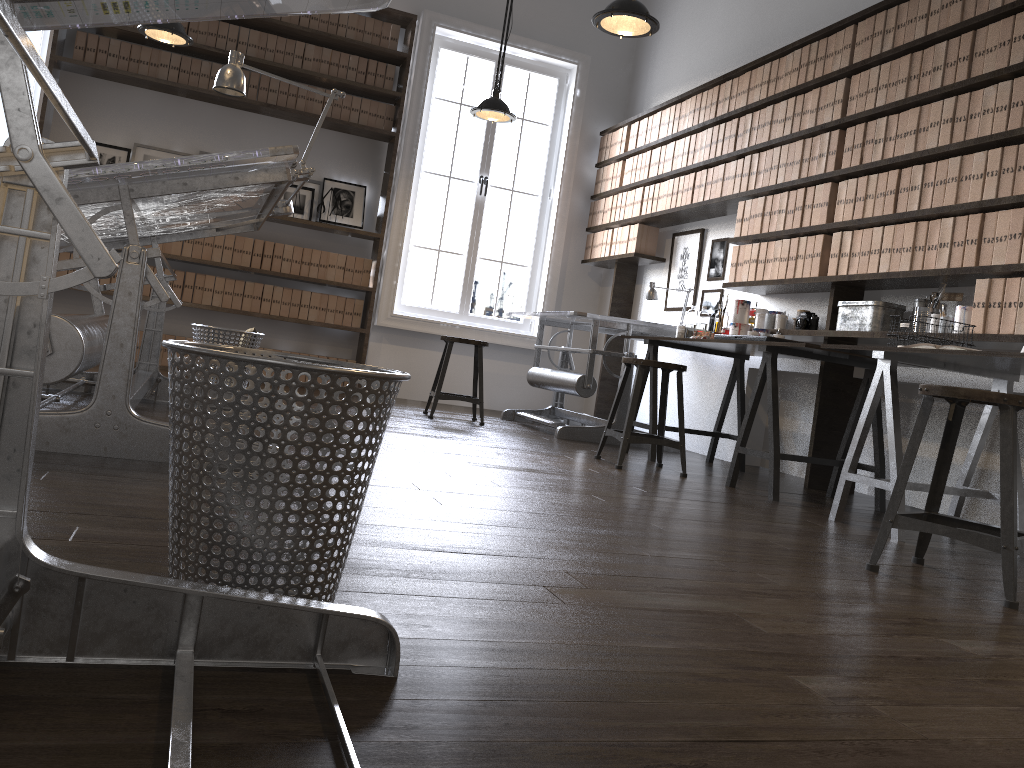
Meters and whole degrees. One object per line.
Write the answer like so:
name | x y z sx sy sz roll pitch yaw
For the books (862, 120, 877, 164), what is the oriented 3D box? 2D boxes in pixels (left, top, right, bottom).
books | 1.825 -1.163 4.351 0.174 0.226 0.067 8 -1 -19

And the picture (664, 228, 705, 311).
picture | 1.225 -0.805 6.310 0.040 0.575 0.416 9 -1 -20

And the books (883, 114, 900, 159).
books | 1.871 -1.153 4.217 0.174 0.226 0.067 8 -1 -19

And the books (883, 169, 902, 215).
books | 1.846 -0.875 4.153 0.174 0.226 0.067 8 -1 -19

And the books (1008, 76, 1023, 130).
books | 2.095 -1.104 3.559 0.174 0.226 0.067 8 -1 -19

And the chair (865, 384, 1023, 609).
chair | 1.240 0.284 2.394 0.373 0.528 0.357 8 -1 44

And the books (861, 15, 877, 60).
books | 1.863 -1.719 4.463 0.174 0.226 0.067 8 -1 -19

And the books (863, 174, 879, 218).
books | 1.803 -0.885 4.285 0.174 0.226 0.067 8 -1 -19

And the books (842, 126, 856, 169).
books | 1.776 -1.174 4.491 0.174 0.226 0.067 8 -1 -19

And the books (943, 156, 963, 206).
books | 1.962 -0.850 3.817 0.174 0.226 0.067 8 -1 -19

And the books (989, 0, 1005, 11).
books | 2.119 -1.664 3.741 0.174 0.226 0.067 8 -1 -19

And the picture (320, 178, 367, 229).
picture | -1.332 -1.425 6.990 0.342 0.365 0.161 8 -1 -19

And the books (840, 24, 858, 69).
books | 1.813 -1.730 4.607 0.174 0.226 0.067 8 -1 -19

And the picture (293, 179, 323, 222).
picture | -1.706 -1.442 6.889 0.433 0.361 0.095 8 -1 -19

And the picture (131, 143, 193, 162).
picture | -2.608 -1.570 6.568 0.414 0.366 0.083 8 -1 -19

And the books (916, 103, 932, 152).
books | 1.938 -1.139 4.023 0.174 0.226 0.067 8 -1 -19

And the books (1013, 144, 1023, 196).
books | 2.082 -0.825 3.497 0.174 0.226 0.067 8 -1 -19

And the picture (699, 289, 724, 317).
picture | 1.334 -0.541 5.922 0.023 0.183 0.251 9 0 -20

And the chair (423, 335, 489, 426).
chair | -0.338 -0.026 5.637 0.358 0.528 0.372 8 -1 -11

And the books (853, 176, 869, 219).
books | 1.778 -0.890 4.344 0.174 0.226 0.067 8 -1 -19

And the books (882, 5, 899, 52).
books | 1.914 -1.708 4.328 0.174 0.226 0.067 8 -1 -19

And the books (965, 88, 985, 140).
books | 2.031 -1.119 3.764 0.174 0.226 0.067 8 -1 -19

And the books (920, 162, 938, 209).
books | 1.922 -0.859 3.950 0.174 0.226 0.067 8 -1 -19

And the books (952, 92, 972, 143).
books | 2.006 -1.124 3.829 0.174 0.226 0.067 8 -1 -19

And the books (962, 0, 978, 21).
books | 2.075 -1.673 3.877 0.174 0.226 0.067 8 -1 -19

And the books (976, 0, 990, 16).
books | 2.099 -1.668 3.810 0.174 0.226 0.067 8 -1 -19

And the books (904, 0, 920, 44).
books | 1.962 -1.698 4.197 0.174 0.226 0.067 8 -1 -19

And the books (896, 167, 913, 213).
books | 1.876 -0.869 4.084 0.174 0.226 0.067 8 -1 -19

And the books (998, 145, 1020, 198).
books | 2.057 -0.830 3.562 0.174 0.226 0.067 8 -1 -19

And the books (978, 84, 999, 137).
books | 2.051 -1.114 3.696 0.174 0.226 0.067 8 -1 -19

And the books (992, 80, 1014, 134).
books | 2.071 -1.110 3.627 0.174 0.226 0.067 8 -1 -19

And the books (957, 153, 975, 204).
books | 1.989 -0.845 3.756 0.174 0.226 0.067 8 -1 -19

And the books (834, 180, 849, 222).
books | 1.733 -0.900 4.481 0.174 0.226 0.067 8 -1 -19

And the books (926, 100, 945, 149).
books | 1.957 -1.134 3.963 0.174 0.226 0.067 8 -1 -19

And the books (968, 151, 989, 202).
books | 2.008 -0.840 3.696 0.174 0.226 0.067 8 -1 -19

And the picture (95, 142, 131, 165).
picture | -2.949 -1.592 6.468 0.266 0.315 0.058 8 -1 -19

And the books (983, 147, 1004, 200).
books | 2.030 -0.835 3.627 0.174 0.226 0.067 8 -1 -19

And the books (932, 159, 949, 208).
books | 1.946 -0.854 3.883 0.174 0.226 0.067 8 -1 -19

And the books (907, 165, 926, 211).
books | 1.895 -0.865 4.015 0.174 0.226 0.067 8 -1 -19

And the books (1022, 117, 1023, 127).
books | 2.120 -1.099 3.501 0.174 0.226 0.067 8 -1 -19

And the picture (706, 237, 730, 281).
picture | 1.381 -0.831 5.921 0.022 0.285 0.202 9 -1 -20

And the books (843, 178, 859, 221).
books | 1.754 -0.895 4.412 0.174 0.226 0.067 8 -1 -19

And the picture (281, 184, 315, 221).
picture | -1.686 -1.403 6.853 0.289 0.291 0.127 8 -1 -19

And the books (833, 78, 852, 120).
books | 1.772 -1.456 4.607 0.174 0.226 0.067 8 -1 -19

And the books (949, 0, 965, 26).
books | 2.048 -1.679 3.938 0.174 0.226 0.067 8 -1 -19

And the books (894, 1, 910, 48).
books | 1.941 -1.703 4.263 0.174 0.226 0.067 8 -1 -19

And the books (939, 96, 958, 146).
books | 1.980 -1.130 3.894 0.174 0.226 0.067 8 -1 -19

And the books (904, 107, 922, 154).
books | 1.912 -1.144 4.084 0.174 0.226 0.067 8 -1 -19

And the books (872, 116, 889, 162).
books | 1.844 -1.159 4.282 0.174 0.226 0.067 8 -1 -19

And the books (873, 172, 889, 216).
books | 1.827 -0.880 4.224 0.174 0.226 0.067 8 -1 -19

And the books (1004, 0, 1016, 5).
books | 2.146 -1.658 3.676 0.174 0.226 0.067 8 -1 -19

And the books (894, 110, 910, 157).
books | 1.895 -1.148 4.150 0.174 0.226 0.067 8 -1 -19

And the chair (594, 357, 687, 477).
chair | 0.652 0.152 4.280 0.358 0.528 0.372 8 -1 -11

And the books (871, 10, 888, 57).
books | 1.887 -1.714 4.395 0.174 0.226 0.067 8 -1 -19

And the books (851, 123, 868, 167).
books | 1.795 -1.170 4.420 0.174 0.226 0.067 8 -1 -19

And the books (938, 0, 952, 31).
books | 2.030 -1.683 4.003 0.174 0.226 0.067 8 -1 -19

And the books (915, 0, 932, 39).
books | 1.982 -1.693 4.129 0.174 0.226 0.067 8 -1 -19

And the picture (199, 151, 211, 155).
picture | -2.206 -1.535 6.714 0.368 0.406 0.091 8 -1 -19
